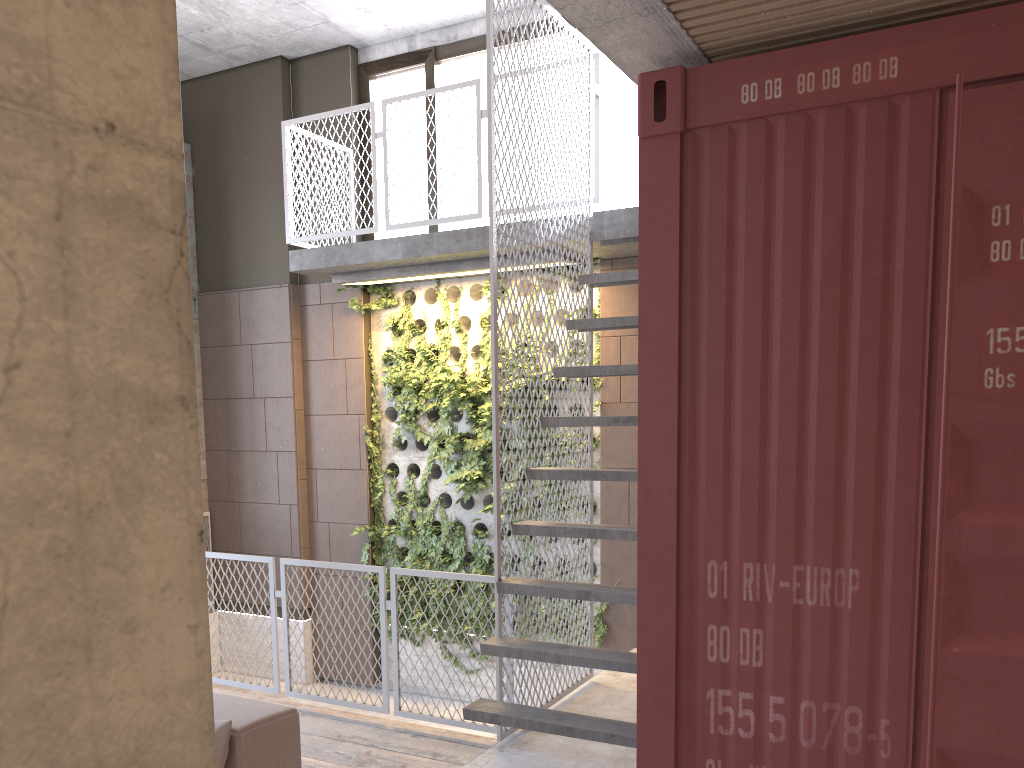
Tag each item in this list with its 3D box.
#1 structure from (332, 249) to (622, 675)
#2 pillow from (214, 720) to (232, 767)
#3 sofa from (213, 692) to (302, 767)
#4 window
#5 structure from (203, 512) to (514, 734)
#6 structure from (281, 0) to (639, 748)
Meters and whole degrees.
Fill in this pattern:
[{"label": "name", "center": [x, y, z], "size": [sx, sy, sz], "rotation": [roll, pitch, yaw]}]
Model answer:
[{"label": "structure", "center": [-0.313, 0.666, 7.323], "size": [2.623, 3.869, 0.993], "rotation": [1, 6, 28]}, {"label": "pillow", "center": [-1.194, 1.408, 3.252], "size": [0.361, 0.371, 0.186], "rotation": [1, 5, 33]}, {"label": "sofa", "center": [-2.861, 1.673, 2.927], "size": [2.995, 0.794, 2.993], "rotation": [-1, -2, 28]}, {"label": "window", "center": [0.271, -1.962, 7.005], "size": [3.563, 1.772, 0.108], "rotation": [-1, 6, 28]}, {"label": "structure", "center": [-1.510, 1.659, 6.908], "size": [4.424, 0.945, 1.914], "rotation": [-2, -1, 28]}, {"label": "structure", "center": [-0.320, 0.048, 6.001], "size": [3.679, 4.368, 3.008], "rotation": [1, 4, 28]}]
